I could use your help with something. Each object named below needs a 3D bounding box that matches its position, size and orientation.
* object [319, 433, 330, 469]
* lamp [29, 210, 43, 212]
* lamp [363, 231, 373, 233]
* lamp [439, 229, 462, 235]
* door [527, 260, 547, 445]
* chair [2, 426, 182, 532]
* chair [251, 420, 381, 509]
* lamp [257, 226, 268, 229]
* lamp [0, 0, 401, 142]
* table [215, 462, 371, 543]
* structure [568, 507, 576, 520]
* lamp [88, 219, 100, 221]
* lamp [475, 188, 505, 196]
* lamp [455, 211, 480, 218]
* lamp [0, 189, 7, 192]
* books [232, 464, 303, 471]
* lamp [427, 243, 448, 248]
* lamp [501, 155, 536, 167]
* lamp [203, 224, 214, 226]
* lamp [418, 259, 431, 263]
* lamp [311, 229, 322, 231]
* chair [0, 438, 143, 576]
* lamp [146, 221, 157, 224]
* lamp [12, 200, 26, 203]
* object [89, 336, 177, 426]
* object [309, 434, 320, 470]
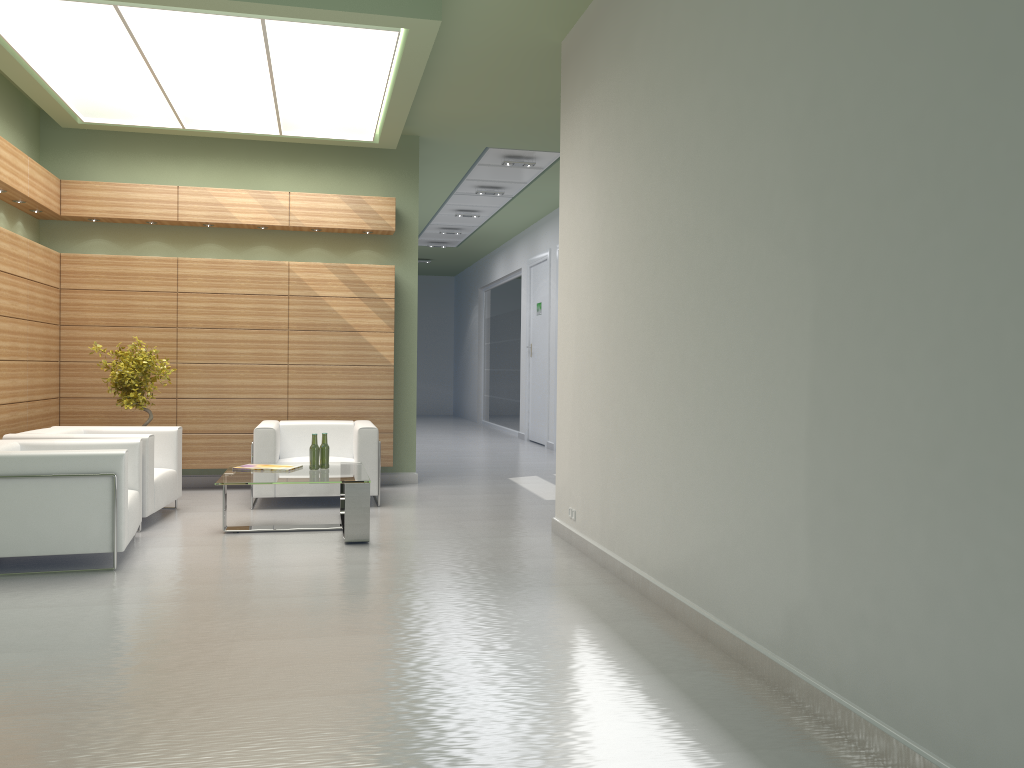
[{"bbox_3d":[-2.494,0.888,11.794,0.131,0.475,0.131,2,1,42],"label":"object"},{"bbox_3d":[-7.463,-2.738,13.905,0.181,0.074,0.181,0,1,-29],"label":"lamp"},{"bbox_3d":[-2.548,-2.705,15.664,0.181,0.074,0.181,0,1,-18],"label":"lamp"},{"bbox_3d":[-1.873,-4.659,27.034,0.657,0.159,0.286,1,1,-12],"label":"lamp"},{"bbox_3d":[0.729,-0.879,25.153,0.250,5.083,2.089,1,1,-12],"label":"door"},{"bbox_3d":[-5.572,1.236,12.022,1.769,1.234,1.894,1,1,-7],"label":"chair"},{"bbox_3d":[-3.091,1.235,14.041,1.894,1.234,1.802,1,1,-12],"label":"chair"},{"bbox_3d":[-4.295,-2.721,15.281,0.181,0.074,0.181,0,1,-18],"label":"lamp"},{"bbox_3d":[-4.041,-4.253,12.105,4.571,0.325,5.060,1,1,-12],"label":"lamp"},{"bbox_3d":[-2.798,1.499,11.482,1.783,0.742,2.197,1,1,-12],"label":"table"},{"bbox_3d":[0.731,1.574,10.785,0.017,0.118,0.262,1,1,-12],"label":"structure"},{"bbox_3d":[-6.932,-2.745,14.703,0.181,0.074,0.181,0,1,-18],"label":"lamp"},{"bbox_3d":[-0.521,-4.543,20.859,0.657,0.159,0.286,1,1,-12],"label":"lamp"},{"bbox_3d":[-1.203,-4.601,23.973,0.657,0.159,0.286,1,1,-12],"label":"lamp"},{"bbox_3d":[-7.115,-2.708,12.314,0.181,0.074,0.181,0,1,-29],"label":"lamp"},{"bbox_3d":[-3.227,1.105,11.740,0.762,0.025,0.508,1,1,8],"label":"books"},{"bbox_3d":[-2.525,-4.715,30.010,0.657,0.159,0.286,1,1,-12],"label":"lamp"},{"bbox_3d":[0.132,-4.486,17.878,0.657,0.159,0.286,1,1,-12],"label":"lamp"},{"bbox_3d":[-5.166,-2.729,15.091,0.181,0.074,0.181,1,1,38],"label":"lamp"},{"bbox_3d":[-3.480,-4.797,34.370,0.657,0.159,0.286,1,1,-12],"label":"lamp"},{"bbox_3d":[-3.413,-2.713,15.475,0.181,0.074,0.181,1,1,38],"label":"lamp"},{"bbox_3d":[-5.091,1.279,9.748,1.802,1.234,1.894,0,1,-17],"label":"chair"},{"bbox_3d":[-6.054,-2.737,14.896,0.181,0.074,0.181,0,1,-18],"label":"lamp"},{"bbox_3d":[-7.290,-2.724,13.115,0.181,0.074,0.181,0,1,-40],"label":"lamp"},{"bbox_3d":[-5.871,0.533,13.616,1.201,2.565,1.116,0,1,-44],"label":"object"},{"bbox_3d":[-2.594,0.889,11.648,0.131,0.475,0.131,2,1,42],"label":"object"}]
